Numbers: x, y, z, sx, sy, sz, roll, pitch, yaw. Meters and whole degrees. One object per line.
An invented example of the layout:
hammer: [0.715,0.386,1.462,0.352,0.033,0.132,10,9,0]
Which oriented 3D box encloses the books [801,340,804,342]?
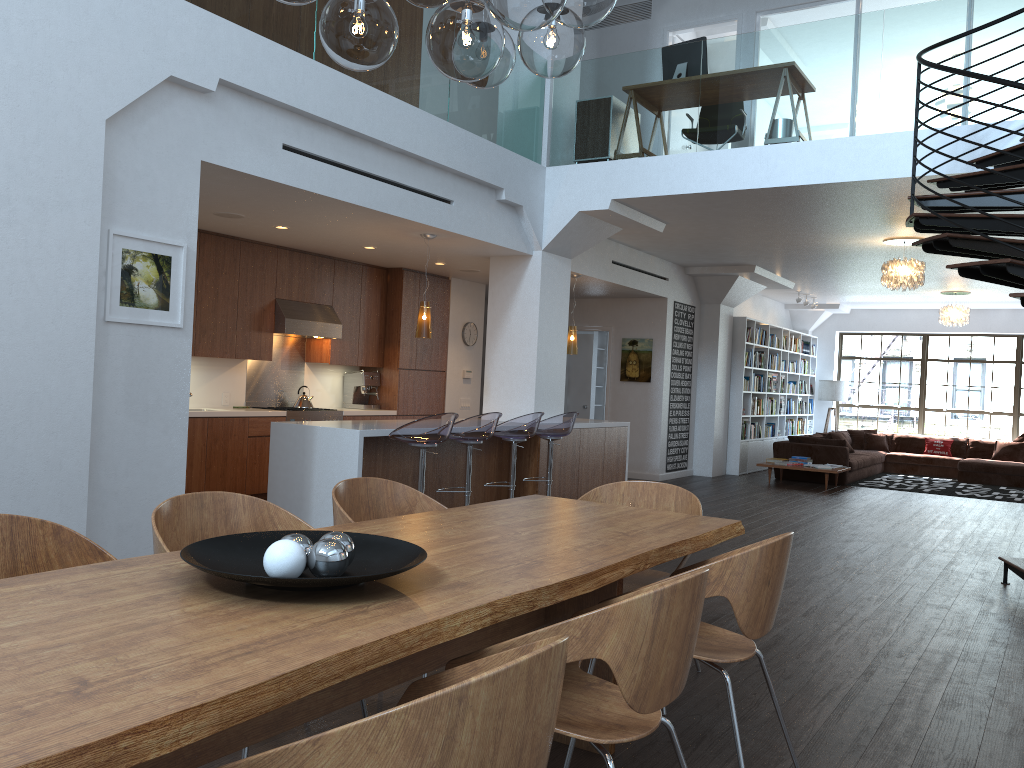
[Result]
books: [5.339,-0.691,16.548,0.183,0.253,0.042,3,0,32]

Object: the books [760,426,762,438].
books: [3.995,0.776,14.492,0.161,0.207,0.135,3,0,32]

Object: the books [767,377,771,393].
books: [4.237,0.011,14.836,0.183,0.253,0.042,3,0,32]

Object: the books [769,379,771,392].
books: [4.229,0.026,14.797,0.161,0.223,0.032,3,0,32]

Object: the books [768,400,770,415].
books: [4.202,0.383,14.796,0.183,0.253,0.034,3,0,32]

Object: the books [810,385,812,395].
books: [5.692,0.099,17.148,0.167,0.210,0.162,3,0,32]

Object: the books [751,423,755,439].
books: [3.782,0.742,14.172,0.183,0.253,0.042,3,0,32]

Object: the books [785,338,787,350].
books: [4.730,-0.701,15.543,0.161,0.223,0.032,3,0,32]

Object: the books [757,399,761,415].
books: [3.944,0.371,14.395,0.183,0.253,0.034,3,0,32]

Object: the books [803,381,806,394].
books: [5.443,0.066,16.746,0.183,0.253,0.042,3,0,32]

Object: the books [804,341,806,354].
books: [5.412,-0.687,16.657,0.183,0.253,0.042,3,0,32]

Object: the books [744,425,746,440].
books: [3.539,0.748,13.759,0.161,0.223,0.032,3,0,32]

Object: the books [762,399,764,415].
books: [4.038,0.375,14.536,0.183,0.253,0.034,3,0,32]

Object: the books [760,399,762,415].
books: [3.965,0.372,14.421,0.183,0.253,0.034,3,0,32]

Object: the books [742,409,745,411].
books: [3.489,0.394,13.726,0.174,0.032,0.254,3,0,27]

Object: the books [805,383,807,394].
books: [5.489,0.077,16.823,0.174,0.236,0.142,3,0,32]

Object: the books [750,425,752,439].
books: [3.706,0.755,14.035,0.161,0.223,0.032,3,0,32]

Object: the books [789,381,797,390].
books: [5.137,0.063,16.237,0.140,0.231,0.042,3,0,32]

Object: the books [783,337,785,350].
books: [4.637,-0.711,15.405,0.174,0.236,0.136,3,0,32]

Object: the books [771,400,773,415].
books: [4.311,0.388,14.958,0.183,0.253,0.034,3,0,32]

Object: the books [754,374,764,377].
books: [4.038,-0.015,14.506,0.176,0.294,0.102,3,0,32]

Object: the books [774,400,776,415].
books: [4.396,0.392,15.118,0.183,0.253,0.034,3,0,32]

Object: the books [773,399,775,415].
books: [4.349,0.387,15.032,0.180,0.259,0.060,3,0,32]

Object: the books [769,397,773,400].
books: [4.323,0.370,14.992,0.176,0.290,0.036,3,0,32]

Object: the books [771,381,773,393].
books: [4.310,0.039,14.933,0.161,0.207,0.135,3,0,32]

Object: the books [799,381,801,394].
books: [5.260,0.064,16.445,0.174,0.240,0.054,3,0,32]

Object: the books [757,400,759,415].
books: [3.902,0.373,14.324,0.171,0.246,0.057,3,0,32]

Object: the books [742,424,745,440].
books: [3.495,0.737,13.697,0.174,0.240,0.054,3,0,32]

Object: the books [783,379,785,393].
books: [4.688,0.036,15.547,0.171,0.246,0.036,3,0,32]

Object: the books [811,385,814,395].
books: [5.747,0.099,17.220,0.182,0.215,0.188,3,0,32]

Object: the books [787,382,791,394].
books: [4.939,0.067,15.925,0.140,0.206,0.042,3,0,32]

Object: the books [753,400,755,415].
books: [3.788,0.368,14.148,0.171,0.246,0.057,3,0,32]

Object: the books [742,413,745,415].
books: [3.491,0.461,13.729,0.197,0.035,0.284,3,0,22]

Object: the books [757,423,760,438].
books: [3.912,0.749,14.372,0.183,0.253,0.042,3,0,32]

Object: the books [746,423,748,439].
books: [3.591,0.735,13.867,0.180,0.251,0.048,3,0,32]

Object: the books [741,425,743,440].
books: [3.471,0.745,13.661,0.161,0.223,0.032,3,0,32]

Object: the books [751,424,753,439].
books: [3.721,0.751,14.077,0.176,0.231,0.053,3,0,32]

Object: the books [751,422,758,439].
books: [3.861,0.744,14.302,0.180,0.259,0.042,3,0,32]

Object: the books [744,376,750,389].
books: [3.643,-0.003,13.859,0.140,0.231,0.042,3,0,32]

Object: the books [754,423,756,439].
books: [3.823,0.748,14.232,0.171,0.246,0.039,3,0,32]

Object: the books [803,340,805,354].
books: [5.367,-0.689,16.582,0.183,0.253,0.042,3,0,32]

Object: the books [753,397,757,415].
books: [3.831,0.348,14.220,0.176,0.290,0.053,3,0,32]

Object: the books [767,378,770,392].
books: [4.186,0.016,14.735,0.174,0.240,0.054,3,0,32]

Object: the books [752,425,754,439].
books: [3.770,0.766,14.135,0.161,0.223,0.030,3,0,32]

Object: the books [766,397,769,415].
books: [4.180,0.363,14.760,0.176,0.290,0.053,3,0,32]

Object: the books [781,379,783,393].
books: [4.602,0.029,15.396,0.174,0.251,0.051,3,0,32]

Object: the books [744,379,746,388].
books: [3.540,0.016,13.702,0.134,0.184,0.030,3,0,32]

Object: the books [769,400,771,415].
books: [4.223,0.384,14.822,0.183,0.253,0.034,3,0,32]

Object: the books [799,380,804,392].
books: [5.392,0.060,16.676,0.180,0.259,0.042,3,0,32]

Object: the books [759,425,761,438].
books: [3.959,0.760,14.448,0.174,0.236,0.142,3,0,32]
